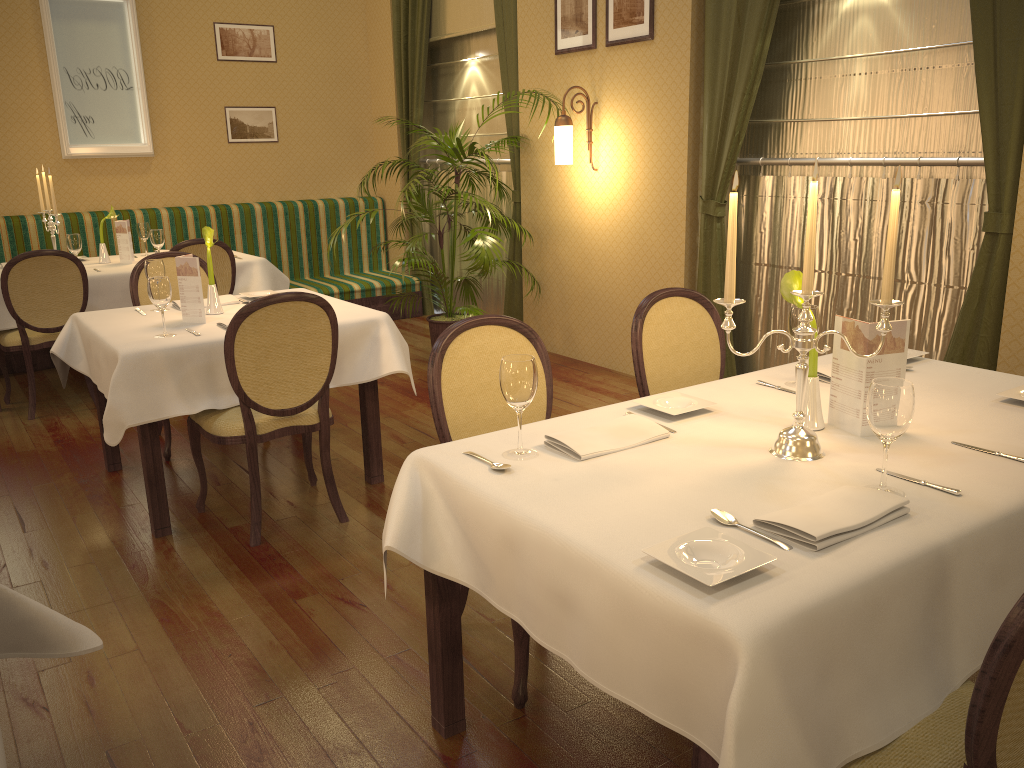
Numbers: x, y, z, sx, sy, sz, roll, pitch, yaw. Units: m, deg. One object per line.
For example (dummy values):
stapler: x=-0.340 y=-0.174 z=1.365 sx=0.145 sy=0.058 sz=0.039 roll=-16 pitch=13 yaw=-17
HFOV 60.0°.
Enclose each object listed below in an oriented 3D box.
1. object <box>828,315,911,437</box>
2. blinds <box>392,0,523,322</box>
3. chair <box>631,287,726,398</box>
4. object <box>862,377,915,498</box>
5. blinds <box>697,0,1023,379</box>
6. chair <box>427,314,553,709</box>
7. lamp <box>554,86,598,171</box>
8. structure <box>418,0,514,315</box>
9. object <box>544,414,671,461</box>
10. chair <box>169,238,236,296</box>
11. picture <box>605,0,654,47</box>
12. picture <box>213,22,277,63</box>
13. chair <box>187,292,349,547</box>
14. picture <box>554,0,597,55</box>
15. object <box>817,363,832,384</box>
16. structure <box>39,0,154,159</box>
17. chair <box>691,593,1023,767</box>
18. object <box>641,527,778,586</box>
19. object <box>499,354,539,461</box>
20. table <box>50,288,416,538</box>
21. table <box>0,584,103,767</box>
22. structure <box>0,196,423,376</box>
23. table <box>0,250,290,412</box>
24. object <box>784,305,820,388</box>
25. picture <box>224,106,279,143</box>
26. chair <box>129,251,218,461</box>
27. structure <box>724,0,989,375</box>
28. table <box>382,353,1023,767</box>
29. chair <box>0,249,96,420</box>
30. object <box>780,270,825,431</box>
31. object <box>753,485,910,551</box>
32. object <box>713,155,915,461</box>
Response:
object: x=0.837 y=-0.016 z=2.099 sx=0.166 sy=0.277 sz=0.081 roll=6 pitch=17 yaw=26
blinds: x=-0.440 y=-2.684 z=6.856 sx=0.225 sy=4.537 sz=1.934 roll=-12 pitch=18 yaw=-33
chair: x=0.714 y=0.182 z=2.980 sx=0.530 sy=0.955 sz=0.571 roll=-11 pitch=18 yaw=-33
object: x=0.735 y=0.106 z=1.737 sx=0.088 sy=0.229 sz=0.088 roll=2 pitch=15 yaw=13
blinds: x=1.531 y=-1.978 z=4.041 sx=0.129 sy=4.537 sz=1.878 roll=-11 pitch=18 yaw=-33
chair: x=0.076 y=0.309 z=2.563 sx=0.530 sy=0.955 sz=0.571 roll=-11 pitch=18 yaw=-33
lamp: x=0.391 y=-1.584 z=5.514 sx=0.114 sy=0.513 sz=0.323 roll=13 pitch=21 yaw=43
structure: x=-0.346 y=-2.691 z=6.922 sx=0.123 sy=4.511 sz=1.942 roll=-11 pitch=18 yaw=-33
object: x=0.227 y=0.124 z=2.105 sx=0.273 sy=0.033 sz=0.142 roll=-11 pitch=18 yaw=-33
chair: x=-2.016 y=-0.460 z=5.626 sx=0.530 sy=0.955 sz=0.571 roll=-11 pitch=18 yaw=-33
picture: x=0.678 y=-2.304 z=5.141 sx=0.022 sy=0.619 sz=0.412 roll=-11 pitch=18 yaw=-33
picture: x=-2.204 y=-2.826 z=7.344 sx=0.504 sy=0.294 sz=0.008 roll=-11 pitch=18 yaw=-33
chair: x=-0.964 y=0.082 z=3.508 sx=0.530 sy=0.955 sz=0.571 roll=-11 pitch=18 yaw=-33
picture: x=0.391 y=-2.406 z=5.548 sx=0.022 sy=0.619 sz=0.412 roll=-11 pitch=18 yaw=-33
object: x=1.007 y=-0.043 z=2.658 sx=0.273 sy=0.033 sz=0.142 roll=-11 pitch=18 yaw=-33
structure: x=-3.195 y=-3.217 z=6.570 sx=0.670 sy=2.985 sz=0.200 roll=-11 pitch=18 yaw=-33
chair: x=0.677 y=0.579 z=1.503 sx=0.530 sy=0.955 sz=0.571 roll=-11 pitch=18 yaw=-33
object: x=0.326 y=0.293 z=1.475 sx=0.160 sy=0.024 sz=0.160 roll=-11 pitch=18 yaw=-33
object: x=0.016 y=0.052 z=2.005 sx=0.088 sy=0.229 sz=0.088 roll=2 pitch=15 yaw=13
table: x=-1.228 y=0.058 z=3.989 sx=1.395 sy=0.759 sz=1.389 roll=-11 pitch=18 yaw=-31
table: x=-1.389 y=0.919 z=0.788 sx=2.152 sy=0.759 sz=1.385 roll=-11 pitch=18 yaw=-33
structure: x=-7.025 y=0.017 z=4.164 sx=14.516 sy=1.031 sz=0.850 roll=-11 pitch=18 yaw=-33
table: x=-2.589 y=-0.428 z=5.926 sx=2.152 sy=0.759 sz=1.385 roll=-11 pitch=18 yaw=-33
object: x=0.829 y=-0.108 z=2.531 sx=0.088 sy=0.229 sz=0.088 roll=2 pitch=15 yaw=13
picture: x=-2.200 y=-2.194 z=7.505 sx=0.437 sy=0.294 sz=0.008 roll=-11 pitch=18 yaw=-33
chair: x=-1.623 y=-0.176 z=4.530 sx=0.530 sy=0.955 sz=0.571 roll=-11 pitch=18 yaw=-33
structure: x=1.625 y=-1.987 z=4.114 sx=0.134 sy=4.511 sz=1.900 roll=-11 pitch=18 yaw=-33
table: x=0.818 y=0.479 z=2.232 sx=2.152 sy=0.759 sz=1.385 roll=-11 pitch=18 yaw=-33
chair: x=-2.730 y=-0.328 z=5.197 sx=0.530 sy=0.955 sz=0.571 roll=-11 pitch=18 yaw=-33
object: x=0.715 y=-0.086 z=2.174 sx=0.076 sy=0.375 sz=0.163 roll=-5 pitch=15 yaw=-12
object: x=0.594 y=0.239 z=1.643 sx=0.273 sy=0.033 sz=0.142 roll=-11 pitch=18 yaw=-33
object: x=0.638 y=-0.158 z=1.925 sx=0.390 sy=0.655 sz=0.131 roll=5 pitch=16 yaw=21
